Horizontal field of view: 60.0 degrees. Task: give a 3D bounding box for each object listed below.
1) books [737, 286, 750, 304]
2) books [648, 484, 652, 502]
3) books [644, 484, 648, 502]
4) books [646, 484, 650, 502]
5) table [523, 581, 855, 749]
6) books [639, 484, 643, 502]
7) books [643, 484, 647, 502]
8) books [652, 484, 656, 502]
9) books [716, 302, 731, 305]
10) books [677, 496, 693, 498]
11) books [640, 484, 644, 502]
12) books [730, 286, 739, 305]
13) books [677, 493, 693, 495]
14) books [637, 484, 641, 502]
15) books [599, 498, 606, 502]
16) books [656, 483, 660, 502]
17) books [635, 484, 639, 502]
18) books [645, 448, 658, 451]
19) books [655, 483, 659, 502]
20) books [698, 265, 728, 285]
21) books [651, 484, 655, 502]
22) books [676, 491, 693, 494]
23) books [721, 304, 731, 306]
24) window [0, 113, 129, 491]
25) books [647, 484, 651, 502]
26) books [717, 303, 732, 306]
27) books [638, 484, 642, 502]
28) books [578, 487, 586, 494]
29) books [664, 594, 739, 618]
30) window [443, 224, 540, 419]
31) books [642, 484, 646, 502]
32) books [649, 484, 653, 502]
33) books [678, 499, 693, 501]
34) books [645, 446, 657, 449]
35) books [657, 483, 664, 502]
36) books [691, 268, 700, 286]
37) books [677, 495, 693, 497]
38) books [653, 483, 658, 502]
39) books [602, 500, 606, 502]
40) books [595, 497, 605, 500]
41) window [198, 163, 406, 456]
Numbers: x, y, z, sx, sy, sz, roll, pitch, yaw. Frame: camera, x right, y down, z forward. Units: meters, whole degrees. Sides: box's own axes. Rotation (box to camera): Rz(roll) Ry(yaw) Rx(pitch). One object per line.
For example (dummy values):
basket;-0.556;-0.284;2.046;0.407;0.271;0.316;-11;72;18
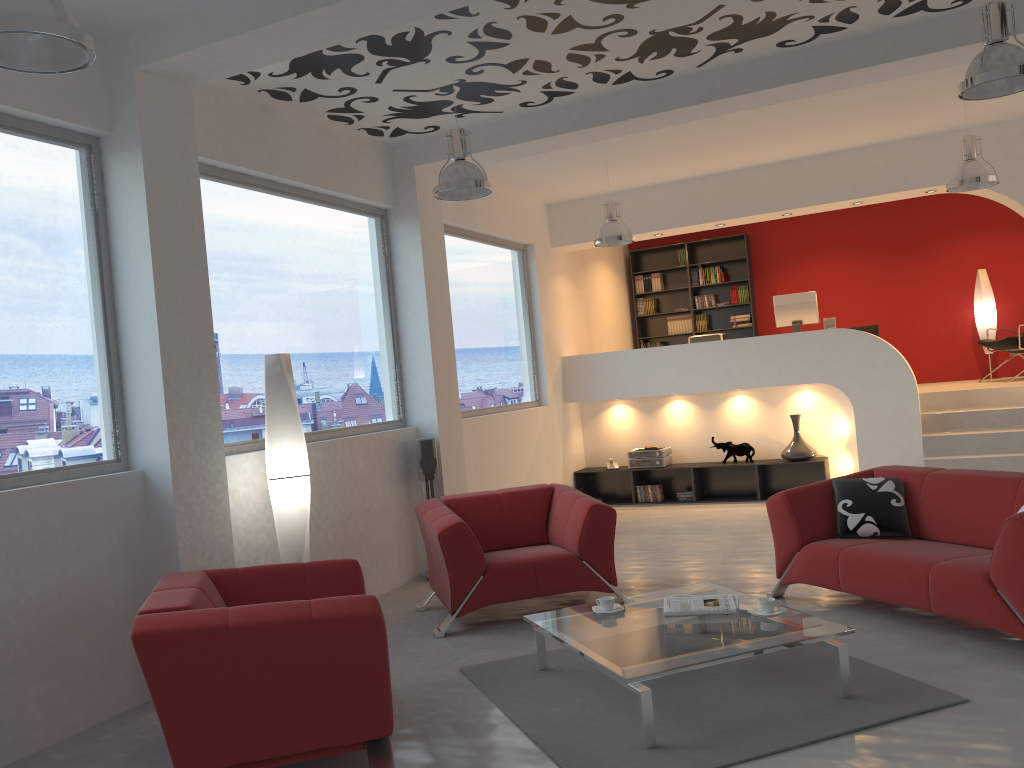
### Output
books;3.187;-1.217;12.172;0.146;0.240;0.170;-5;0;25
books;1.580;1.230;10.022;0.031;0.190;0.135;-5;0;25
books;1.539;1.234;10.041;0.031;0.190;0.135;-5;0;25
books;1.553;1.233;10.035;0.031;0.190;0.135;-5;0;25
table;0.779;1.259;4.163;1.097;0.286;1.162;-5;0;-20
books;1.485;1.239;10.067;0.031;0.190;0.135;-5;0;25
books;1.526;1.235;10.048;0.031;0.190;0.135;-5;0;25
books;1.621;1.226;10.003;0.031;0.190;0.135;-5;0;25
books;2.941;-1.112;12.301;0.190;0.015;0.135;-5;0;30
books;1.952;1.254;9.904;0.190;0.015;0.135;-5;0;30
books;1.499;1.238;10.060;0.031;0.190;0.135;-5;0;25
books;3.078;-1.216;12.224;0.090;0.256;0.181;-5;0;25
books;1.948;1.224;9.897;0.190;0.015;0.135;-5;0;25
books;1.458;1.241;10.080;0.031;0.190;0.135;-5;0;25
books;0.987;1.358;10.361;0.190;0.015;0.135;-5;0;25
books;1.661;1.223;9.984;0.031;0.190;0.135;-5;0;25
books;1.445;1.243;10.086;0.031;0.190;0.135;-5;0;25
books;1.576;0.736;10.053;0.135;0.015;0.190;-5;0;5
books;1.648;1.224;9.990;0.031;0.190;0.135;-5;0;25
books;2.789;-1.522;12.320;0.341;0.286;0.231;-5;0;25
books;1.607;1.228;10.009;0.031;0.190;0.135;-5;0;25
books;1.941;1.210;9.907;0.190;0.015;0.135;-5;0;20
books;2.947;-1.082;12.299;0.190;0.015;0.135;-5;0;20
window;-2.692;-0.380;3.706;0.100;1.800;2.400;-5;0;25
books;1.566;1.231;10.028;0.031;0.190;0.135;-5;0;25
books;2.951;-1.098;12.297;0.190;0.015;0.135;-5;0;25
books;1.472;1.240;10.073;0.031;0.190;0.135;-5;0;25
books;0.836;1.304;10.374;0.063;0.187;0.135;-5;0;25
books;0.924;1.085;4.357;0.367;0.035;0.345;-5;0;15
window;-0.318;-0.596;8.773;0.100;1.800;2.400;-5;0;25
books;1.512;1.236;10.054;0.031;0.190;0.135;-5;0;25
books;1.593;1.229;10.016;0.031;0.190;0.135;-5;0;25
books;1.958;1.283;9.902;0.190;0.015;0.135;-5;0;20
books;1.575;0.721;10.062;0.135;0.015;0.190;-5;0;10
books;1.675;1.222;9.977;0.031;0.190;0.135;-5;0;25
books;2.587;-1.488;12.442;0.090;0.256;0.181;-5;0;25
books;1.956;1.238;9.902;0.190;0.015;0.135;-5;0;25
books;1.634;1.225;9.996;0.031;0.190;0.135;-5;0;25
books;0.984;1.373;10.363;0.190;0.015;0.135;-5;0;25
books;0.971;1.344;10.368;0.190;0.015;0.135;-5;0;25
window;-1.505;-0.488;6.239;0.100;1.800;2.400;-5;0;25
